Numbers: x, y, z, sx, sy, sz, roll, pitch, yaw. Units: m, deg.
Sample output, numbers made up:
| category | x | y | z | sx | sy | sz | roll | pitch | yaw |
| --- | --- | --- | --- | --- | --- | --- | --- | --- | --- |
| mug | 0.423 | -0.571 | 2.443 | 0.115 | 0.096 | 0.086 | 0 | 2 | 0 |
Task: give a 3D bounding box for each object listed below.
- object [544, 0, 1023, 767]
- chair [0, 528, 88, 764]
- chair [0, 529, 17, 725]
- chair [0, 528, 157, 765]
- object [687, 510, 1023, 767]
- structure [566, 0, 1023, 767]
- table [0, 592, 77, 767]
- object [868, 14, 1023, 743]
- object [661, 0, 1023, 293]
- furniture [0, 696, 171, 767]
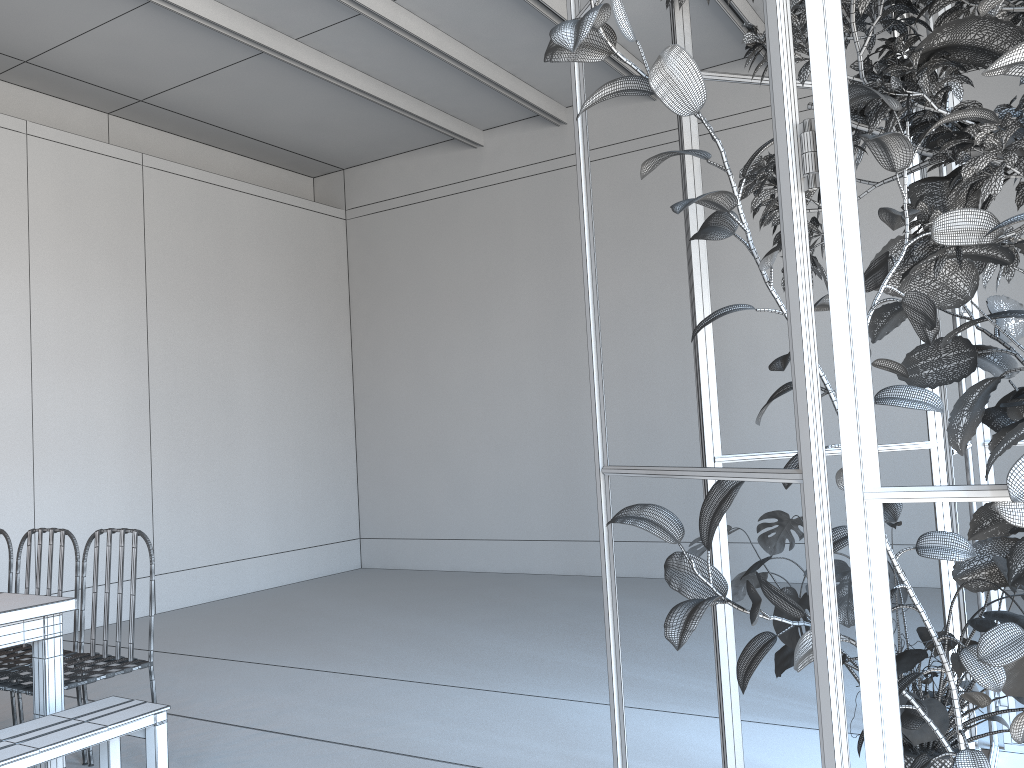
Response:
| category | x | y | z | sx | sy | sz | roll | pitch | yaw |
| --- | --- | --- | --- | --- | --- | --- | --- | --- | --- |
| object | 0.818 | 0.224 | 1.609 | 1.253 | 2.183 | 1.309 | -7 | -5 | 42 |
| chair | -2.127 | 1.110 | 3.657 | 0.474 | 0.975 | 0.488 | -6 | -4 | 31 |
| chair | -2.559 | 1.152 | 3.923 | 0.474 | 0.975 | 0.488 | -6 | -4 | 31 |
| chair | -1.706 | 1.069 | 3.398 | 0.474 | 0.975 | 0.488 | -6 | -4 | 31 |
| object | 1.016 | 0.855 | 2.361 | 1.125 | 1.001 | 0.920 | -5 | -4 | 29 |
| structure | 1.798 | -0.414 | 1.957 | 2.994 | 3.454 | 2.452 | -6 | -4 | 31 |
| table | -2.551 | 1.198 | 2.956 | 1.784 | 0.819 | 1.239 | -6 | -4 | 31 |
| object | 1.310 | 0.216 | 2.042 | 0.868 | 2.157 | 1.270 | -1 | -4 | -28 |
| object | 1.425 | -0.797 | 1.690 | 2.243 | 4.154 | 2.486 | -3 | -4 | 3 |
| furniture | -1.514 | 1.242 | 2.314 | 0.300 | 0.478 | 1.260 | -6 | -4 | 31 |
